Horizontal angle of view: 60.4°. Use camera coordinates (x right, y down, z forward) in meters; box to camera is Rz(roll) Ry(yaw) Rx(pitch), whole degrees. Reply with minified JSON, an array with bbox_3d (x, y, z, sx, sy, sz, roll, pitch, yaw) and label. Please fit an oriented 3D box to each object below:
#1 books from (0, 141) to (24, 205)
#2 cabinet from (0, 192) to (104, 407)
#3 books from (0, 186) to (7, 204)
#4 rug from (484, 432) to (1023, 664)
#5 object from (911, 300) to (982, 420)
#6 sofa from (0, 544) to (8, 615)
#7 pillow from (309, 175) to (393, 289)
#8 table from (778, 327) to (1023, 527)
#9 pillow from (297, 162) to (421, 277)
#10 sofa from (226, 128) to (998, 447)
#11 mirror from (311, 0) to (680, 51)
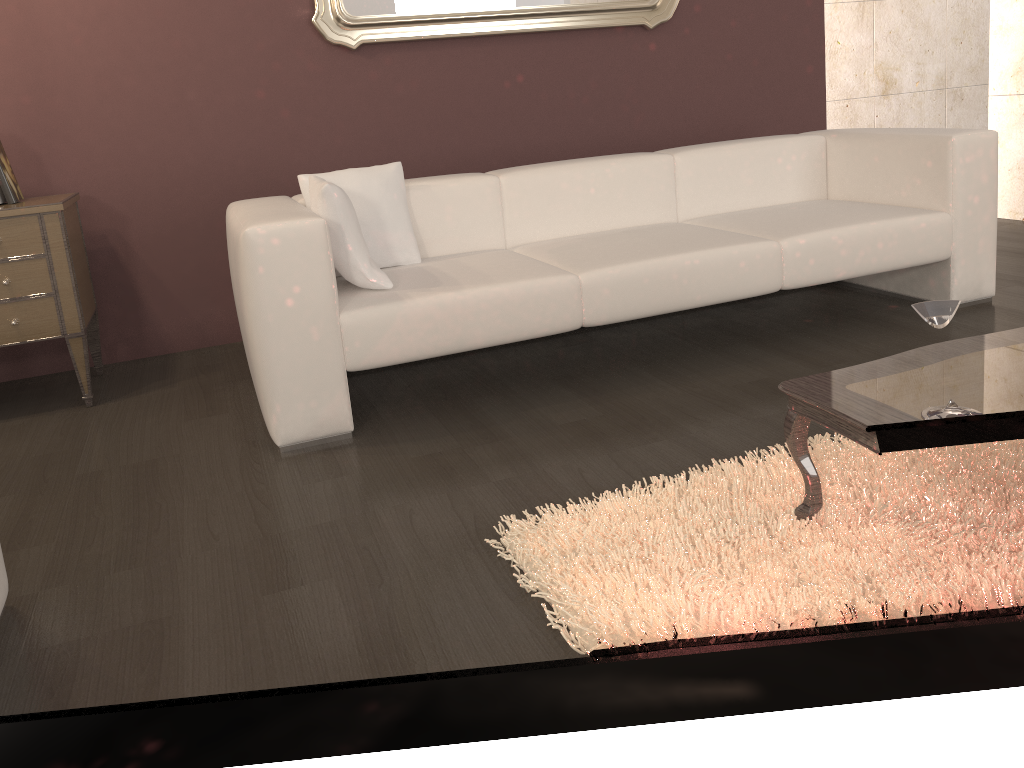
[{"bbox_3d":[-1.822,-0.766,3.154,0.069,0.231,0.176,-10,15,-18],"label":"books"},{"bbox_3d":[-2.281,-0.185,3.022,1.537,0.712,0.543,-11,15,-19],"label":"cabinet"},{"bbox_3d":[-1.922,-0.771,3.119,0.179,0.282,0.208,-10,15,-18],"label":"books"},{"bbox_3d":[1.103,0.321,1.566,2.010,0.065,1.543,-11,19,-18],"label":"rug"},{"bbox_3d":[0.759,-0.046,1.514,0.153,0.211,0.154,-12,15,-26],"label":"object"},{"bbox_3d":[-1.161,0.476,0.719,0.949,0.634,2.072,-11,18,-18],"label":"sofa"},{"bbox_3d":[-0.531,-0.485,2.806,0.187,0.349,0.384,-10,16,-19],"label":"pillow"},{"bbox_3d":[1.099,0.175,1.557,0.920,0.295,0.924,-12,18,-19],"label":"table"},{"bbox_3d":[-0.531,-0.577,3.086,0.379,0.353,0.172,-11,14,-20],"label":"pillow"},{"bbox_3d":[0.412,-0.507,3.305,2.800,0.635,0.964,-11,17,-19],"label":"sofa"},{"bbox_3d":[-0.042,-1.973,3.959,1.794,0.804,0.048,-11,13,-19],"label":"mirror"}]
